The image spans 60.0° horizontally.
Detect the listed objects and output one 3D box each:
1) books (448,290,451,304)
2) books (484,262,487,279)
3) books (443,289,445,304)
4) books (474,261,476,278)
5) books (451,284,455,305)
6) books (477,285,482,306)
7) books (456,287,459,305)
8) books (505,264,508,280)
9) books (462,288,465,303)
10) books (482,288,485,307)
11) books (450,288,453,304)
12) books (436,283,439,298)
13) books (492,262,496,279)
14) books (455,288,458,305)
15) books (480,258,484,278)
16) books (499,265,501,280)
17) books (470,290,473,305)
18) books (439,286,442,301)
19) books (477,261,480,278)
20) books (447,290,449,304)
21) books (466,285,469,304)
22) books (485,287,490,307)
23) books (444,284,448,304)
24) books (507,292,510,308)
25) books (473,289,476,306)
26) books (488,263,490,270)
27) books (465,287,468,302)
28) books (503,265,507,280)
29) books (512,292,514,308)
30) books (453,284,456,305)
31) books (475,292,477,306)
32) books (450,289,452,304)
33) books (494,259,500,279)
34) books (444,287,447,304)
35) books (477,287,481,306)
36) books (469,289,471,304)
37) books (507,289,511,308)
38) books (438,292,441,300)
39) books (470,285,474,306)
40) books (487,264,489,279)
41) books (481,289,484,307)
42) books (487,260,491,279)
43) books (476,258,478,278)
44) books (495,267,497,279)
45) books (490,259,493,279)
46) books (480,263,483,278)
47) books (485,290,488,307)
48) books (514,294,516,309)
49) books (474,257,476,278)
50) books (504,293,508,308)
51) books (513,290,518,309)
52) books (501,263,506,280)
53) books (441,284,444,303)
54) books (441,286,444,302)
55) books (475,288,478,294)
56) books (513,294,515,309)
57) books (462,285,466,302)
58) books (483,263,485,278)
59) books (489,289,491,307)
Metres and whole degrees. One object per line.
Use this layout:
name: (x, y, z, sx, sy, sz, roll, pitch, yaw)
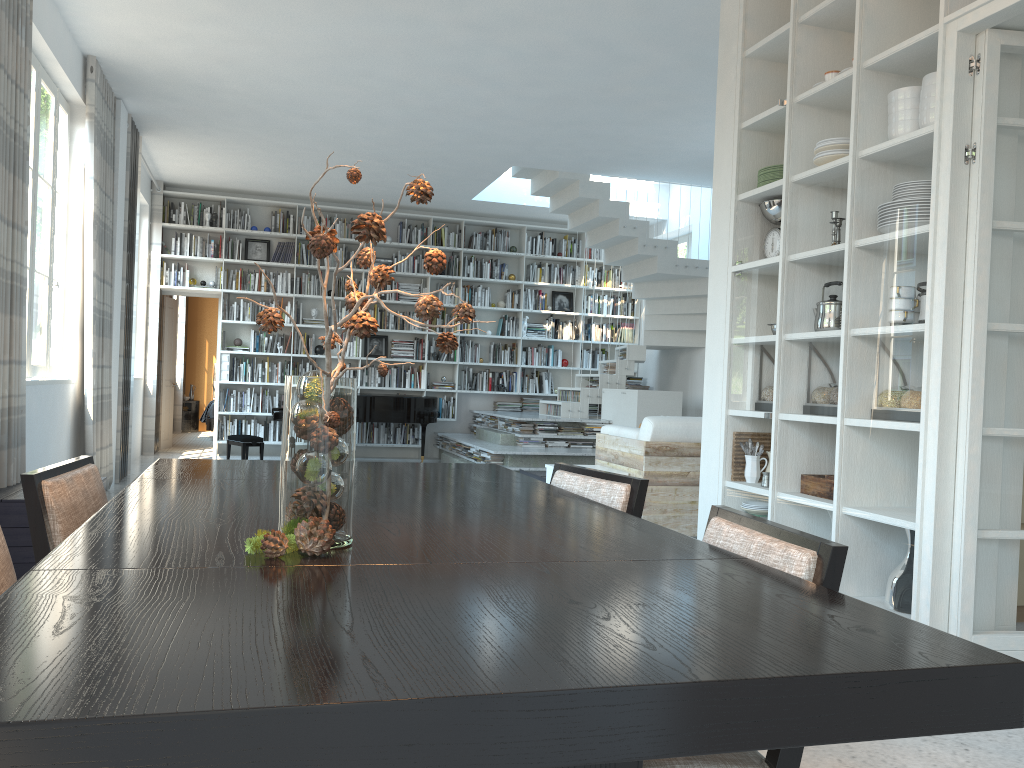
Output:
books: (-0.839, -1.125, 11.620, 0.027, 0.196, 0.185, 2, 0, -16)
books: (-0.360, -1.493, 11.755, 0.023, 0.237, 0.149, 2, 0, -16)
books: (-0.907, -1.134, 11.614, 0.023, 0.207, 0.171, 2, 0, -16)
books: (-0.510, -1.499, 11.718, 0.012, 0.235, 0.165, 2, 0, -16)
books: (-0.785, -1.172, 11.645, 0.028, 0.293, 0.154, 2, 1, -16)
books: (-0.432, -1.159, 11.753, 0.027, 0.295, 0.159, 2, 1, -16)
books: (-0.736, -1.142, 11.657, 0.026, 0.238, 0.173, 2, 0, -16)
books: (-0.087, -1.478, 11.852, 0.026, 0.229, 0.140, 2, 1, -16)
books: (-0.658, -1.141, 11.696, 0.030, 0.242, 0.138, 2, 1, -16)
books: (-0.386, -1.140, 11.773, 0.024, 0.262, 0.133, 2, 1, -16)
books: (-0.802, -1.143, 11.639, 0.024, 0.234, 0.149, 2, 0, -16)
books: (-0.979, -1.176, 11.599, 0.018, 0.285, 0.159, 2, 1, -16)
books: (-0.261, -1.490, 11.779, 0.030, 0.238, 0.185, 2, 0, -16)
books: (-0.750, -1.138, 11.637, 0.028, 0.230, 0.176, 2, 0, -16)
books: (-0.404, -1.519, 11.756, 0.013, 0.284, 0.154, 2, 1, -16)
books: (-0.181, -1.474, 11.809, 0.030, 0.213, 0.156, 2, 0, -16)
books: (-0.557, -1.124, 11.715, 0.026, 0.216, 0.161, 2, 0, -16)
books: (-0.949, -1.153, 11.607, 0.024, 0.242, 0.159, 2, 0, -16)
books: (-0.459, -1.500, 11.721, 0.027, 0.241, 0.160, 2, 0, -16)
books: (-0.856, -1.125, 11.613, 0.024, 0.195, 0.172, 2, 0, -16)
books: (-0.591, -1.159, 11.723, 0.014, 0.284, 0.135, 2, 1, -16)
books: (-0.335, -1.143, 11.761, 0.024, 0.272, 0.169, 2, 1, -16)
books: (-0.867, -1.166, 11.597, 0.028, 0.275, 0.186, 2, 0, -16)
books: (-0.061, -1.111, 11.861, 0.012, 0.232, 0.154, 2, 0, -16)
books: (-0.516, -1.133, 11.713, 0.022, 0.237, 0.164, 2, 0, -16)
books: (-0.324, -1.485, 11.765, 0.011, 0.222, 0.159, 2, 0, -16)
books: (-0.618, -1.143, 11.686, 0.014, 0.248, 0.176, 2, 0, -16)
books: (-0.118, -1.473, 11.824, 0.048, 0.216, 0.182, 2, 0, -16)
books: (-0.007, -1.107, 11.877, 0.016, 0.228, 0.160, 2, 0, -16)
books: (-0.769, -1.163, 11.647, 0.025, 0.277, 0.173, 2, 1, -16)
books: (-0.497, -1.111, 11.728, 0.025, 0.194, 0.171, 2, 0, -16)
books: (-0.819, -1.132, 11.627, 0.029, 0.211, 0.157, 2, 0, -16)
books: (-0.203, -1.511, 11.786, 0.029, 0.285, 0.183, 2, 0, -16)
books: (-0.890, -1.147, 11.613, 0.023, 0.236, 0.178, 2, 0, -16)
books: (-0.453, -1.143, 11.721, 0.030, 0.263, 0.182, 2, 0, -16)
books: (-0.574, -1.135, 11.708, 0.013, 0.236, 0.157, 2, 0, -16)
books: (-0.044, -1.128, 11.853, 0.015, 0.267, 0.164, 2, 1, -16)
books: (-0.963, -1.125, 11.582, 0.028, 0.185, 0.181, 2, 0, -16)
books: (-0.531, -1.155, 11.702, 0.014, 0.280, 0.177, 2, 0, -16)
books: (-0.336, -1.479, 11.747, 0.021, 0.209, 0.180, 2, 0, -16)
books: (-0.404, -1.132, 11.747, 0.025, 0.245, 0.183, 2, 0, -16)
books: (-0.312, -1.505, 11.770, 0.012, 0.264, 0.156, 2, 1, -16)
books: (-0.483, -1.518, 11.739, 0.012, 0.276, 0.133, 2, 1, -16)
books: (-0.236, -1.461, 11.792, 0.027, 0.181, 0.176, 2, 0, -16)
books: (-0.286, -1.514, 11.791, 0.012, 0.285, 0.159, 2, 1, -16)
books: (-0.425, -1.489, 11.754, 0.028, 0.223, 0.142, 2, 0, -16)
books: (-0.361, -1.124, 11.766, 0.021, 0.232, 0.183, 2, 0, -16)
books: (0.020, -1.093, 11.879, 0.013, 0.202, 0.173, 2, 0, -16)
books: (-0.497, -1.529, 11.727, 0.021, 0.296, 0.138, 2, 1, -16)
books: (-0.081, -1.106, 11.861, 0.015, 0.220, 0.140, 2, 0, -16)
books: (0.038, -1.120, 11.873, 0.016, 0.257, 0.175, 2, 0, -16)
books: (-0.137, -1.483, 11.809, 0.054, 0.235, 0.171, 2, 0, -16)
books: (-0.916, -1.168, 11.612, 0.019, 0.275, 0.146, 2, 1, -16)
books: (-0.930, -1.156, 11.607, 0.028, 0.250, 0.164, 2, 0, -16)
books: (-0.480, -1.141, 11.739, 0.011, 0.257, 0.131, 2, 1, -16)
books: (0.005, -1.096, 11.886, 0.012, 0.206, 0.137, 2, 0, -16)
books: (-0.635, -1.159, 11.698, 0.014, 0.278, 0.154, 2, 1, -16)
books: (-0.387, -1.484, 11.760, 0.025, 0.216, 0.144, 2, 0, -16)
books: (-0.304, -1.132, 11.794, 0.034, 0.254, 0.161, 2, 0, -16)
